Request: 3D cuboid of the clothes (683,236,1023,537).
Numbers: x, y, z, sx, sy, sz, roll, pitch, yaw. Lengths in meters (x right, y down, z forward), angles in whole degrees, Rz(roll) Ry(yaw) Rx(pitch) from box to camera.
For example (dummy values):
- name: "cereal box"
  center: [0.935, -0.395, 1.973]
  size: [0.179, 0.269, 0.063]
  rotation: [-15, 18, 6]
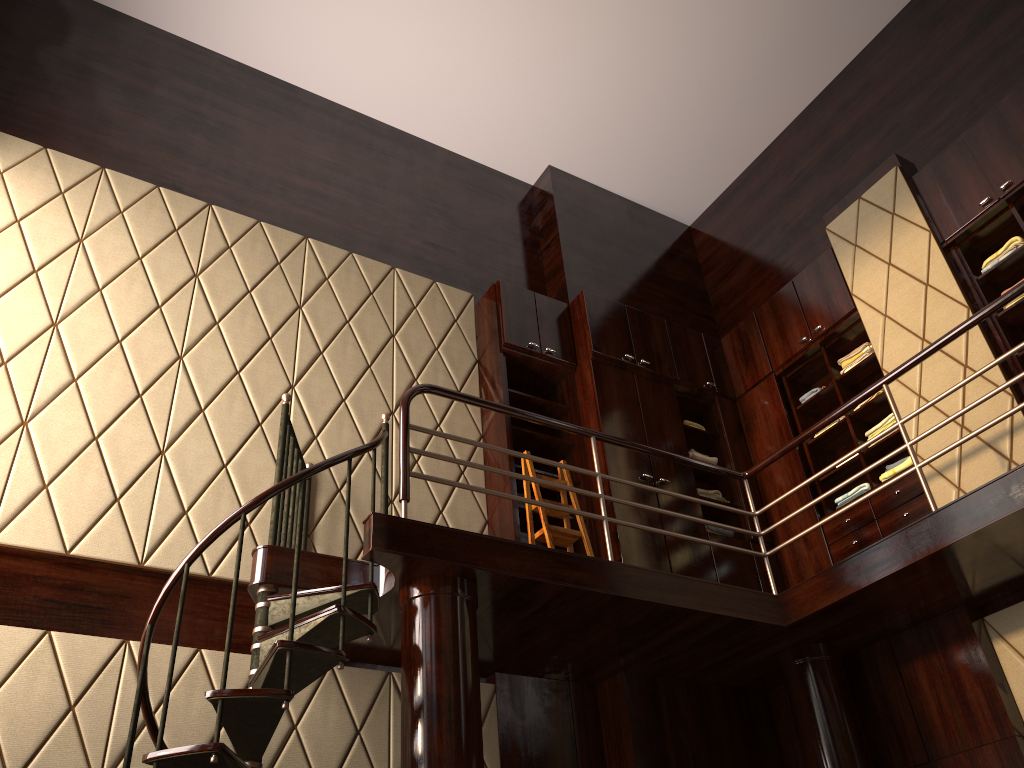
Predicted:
- name: "clothes"
  center: [2.836, -0.432, 4.608]
  size: [0.818, 0.954, 4.996]
  rotation: [22, -44, -32]

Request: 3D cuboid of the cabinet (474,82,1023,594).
- name: "cabinet"
  center: [2.443, -0.821, 3.972]
  size: [2.576, 2.432, 6.767]
  rotation: [17, -42, -27]

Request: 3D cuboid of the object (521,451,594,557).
- name: "object"
  center: [0.268, 0.759, 4.729]
  size: [0.275, 0.974, 0.258]
  rotation: [17, -42, -27]

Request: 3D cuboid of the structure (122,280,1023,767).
- name: "structure"
  center: [1.498, 0.395, 2.267]
  size: [3.750, 3.189, 6.107]
  rotation: [17, -42, -27]
